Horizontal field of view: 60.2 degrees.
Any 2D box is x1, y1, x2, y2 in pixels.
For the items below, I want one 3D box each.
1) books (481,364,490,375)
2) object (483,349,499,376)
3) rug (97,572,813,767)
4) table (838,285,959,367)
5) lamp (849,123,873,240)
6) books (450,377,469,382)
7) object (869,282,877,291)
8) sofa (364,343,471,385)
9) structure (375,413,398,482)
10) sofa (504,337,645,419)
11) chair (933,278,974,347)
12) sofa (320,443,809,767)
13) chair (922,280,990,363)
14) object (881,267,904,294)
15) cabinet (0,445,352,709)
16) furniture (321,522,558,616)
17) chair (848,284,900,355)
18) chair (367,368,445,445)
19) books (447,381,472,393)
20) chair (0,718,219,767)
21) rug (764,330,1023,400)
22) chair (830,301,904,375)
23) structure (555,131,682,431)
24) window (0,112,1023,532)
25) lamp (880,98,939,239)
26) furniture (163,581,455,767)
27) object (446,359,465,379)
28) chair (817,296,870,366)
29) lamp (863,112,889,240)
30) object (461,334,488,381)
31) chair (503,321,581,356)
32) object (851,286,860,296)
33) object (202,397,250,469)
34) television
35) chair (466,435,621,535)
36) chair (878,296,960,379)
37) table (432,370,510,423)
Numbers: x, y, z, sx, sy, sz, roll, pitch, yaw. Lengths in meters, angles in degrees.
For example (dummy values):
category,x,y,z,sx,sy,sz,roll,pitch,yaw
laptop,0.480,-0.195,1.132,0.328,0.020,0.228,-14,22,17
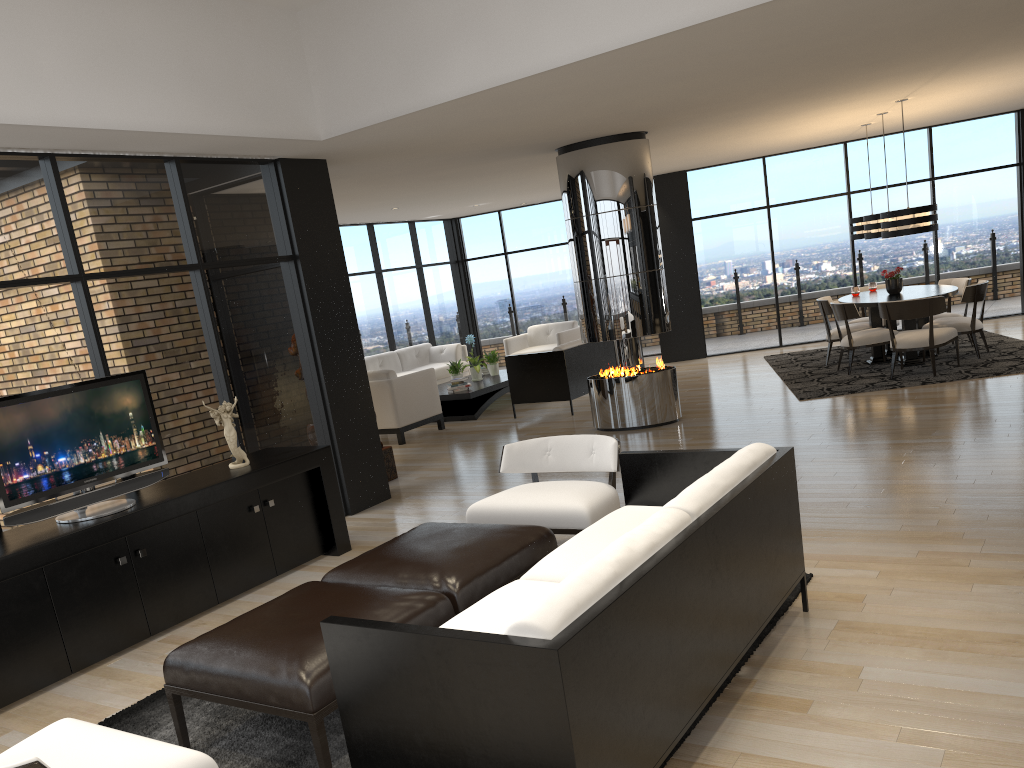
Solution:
category,x,y,z,sx,sy,sz,roll,pitch,yaw
books,-0.342,-0.217,12.676,0.224,0.128,0.303,-9,8,2
object,-0.270,-0.304,12.283,0.285,0.376,0.211,-7,11,13
rug,-0.396,1.288,3.789,2.486,0.012,2.981,-4,8,35
table,4.432,-0.653,10.147,1.212,0.782,2.068,-7,8,14
lamp,4.341,-2.461,10.702,0.537,1.352,0.525,-7,11,11
books,-0.662,-0.056,11.125,0.185,0.027,0.152,-6,8,25
object,4.452,-1.200,10.893,0.094,0.108,0.094,-13,10,-22
sofa,-1.694,-0.018,12.729,0.856,0.869,2.648,-3,10,34
structure,-1.616,0.159,8.013,0.732,1.621,0.507,-2,14,33
sofa,0.831,-0.194,11.025,0.839,0.817,1.996,-3,10,34
chair,5.038,-0.795,10.365,0.616,0.820,0.632,-9,10,-2
sofa,0.360,0.822,3.243,0.839,0.817,1.996,-3,10,34
chair,4.855,-0.675,9.611,0.616,0.820,0.632,-1,13,40
object,4.334,-1.176,10.046,0.229,0.303,0.233,-7,10,14
cabinet,-2.223,1.070,4.912,0.622,0.752,2.986,-2,10,34
furniture,-0.319,0.979,4.223,0.829,0.491,0.813,-4,10,34
chair,4.604,-0.822,11.161,0.644,0.820,0.605,-3,12,32
chair,-1.486,0.221,10.466,1.003,0.870,0.839,-3,11,34
books,-0.667,0.022,11.140,0.306,0.128,0.221,-11,8,-17
chair,-1.365,1.251,2.559,0.806,0.686,0.672,-3,11,34
rug,4.516,-0.290,10.283,2.723,0.011,3.656,-8,7,12
chair,3.889,-0.539,9.775,0.617,0.820,0.631,-8,10,5
structure,1.051,-0.940,8.609,0.894,2.790,0.574,-4,12,22
window,-0.005,-1.612,6.775,10.156,4.865,15.597,-6,8,21
lamp,4.010,-2.200,8.988,0.537,1.352,0.525,-7,11,11
furniture,-0.776,1.136,3.539,0.829,0.491,0.813,-4,10,34
object,-0.734,-0.148,11.611,0.284,0.376,0.211,-9,11,-2
chair,4.014,-0.659,10.607,0.618,0.820,0.630,-5,11,22
lamp,4.175,-2.331,9.845,0.537,1.352,0.525,-7,11,11
object,-0.500,-0.359,11.907,0.351,0.642,0.368,-17,13,-36
chair,0.530,-0.468,13.477,1.003,0.870,0.839,-3,11,34
object,4.133,-1.115,10.619,0.095,0.108,0.093,-5,10,23
object,-1.762,0.302,5.549,0.105,0.467,0.252,-1,13,35
television,-2.334,0.355,4.782,0.921,0.723,0.407,-16,12,-36
chair,0.250,0.691,5.036,0.806,0.686,0.672,-3,11,34
chair,4.145,-0.488,9.015,0.643,0.820,0.606,-1,13,40
table,-0.469,0.138,11.953,1.267,0.357,1.996,-4,9,34
